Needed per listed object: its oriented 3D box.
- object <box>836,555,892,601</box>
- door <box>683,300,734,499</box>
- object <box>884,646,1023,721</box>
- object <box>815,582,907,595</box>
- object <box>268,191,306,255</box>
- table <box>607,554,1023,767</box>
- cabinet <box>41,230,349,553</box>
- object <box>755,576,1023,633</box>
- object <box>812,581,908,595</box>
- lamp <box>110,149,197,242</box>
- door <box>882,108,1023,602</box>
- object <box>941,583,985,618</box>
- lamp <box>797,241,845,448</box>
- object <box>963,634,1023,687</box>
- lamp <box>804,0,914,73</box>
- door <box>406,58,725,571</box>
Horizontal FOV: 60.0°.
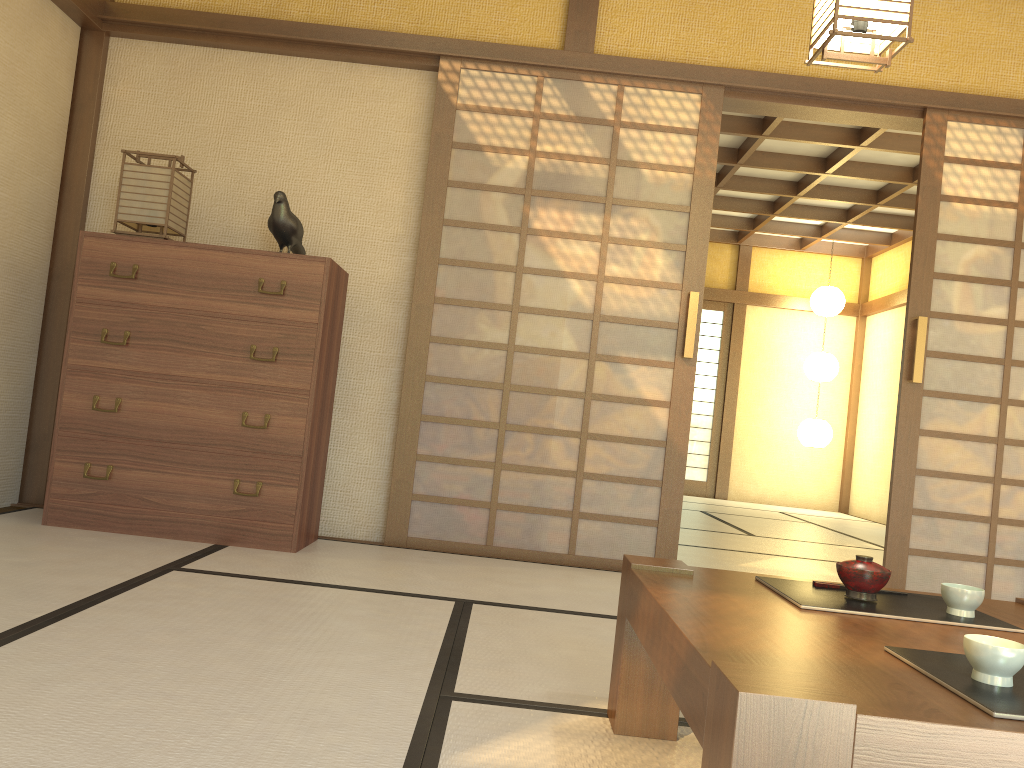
[{"bbox_3d":[0.677,0.373,1.713,0.100,0.080,0.100,6,-2,0],"label":"object"},{"bbox_3d":[0.965,0.034,10.079,2.890,2.230,0.140,6,-2,0],"label":"door"},{"bbox_3d":[0.746,0.404,1.156,0.400,0.007,0.300,6,-2,0],"label":"object"},{"bbox_3d":[0.721,0.422,1.827,0.200,0.008,0.008,7,-2,-6],"label":"object"},{"bbox_3d":[-1.039,-0.672,3.874,0.383,0.282,0.360,7,-2,-10],"label":"object"},{"bbox_3d":[0.724,0.584,1.454,1.000,0.350,1.000,6,-2,0],"label":"table"},{"bbox_3d":[-1.303,0.039,3.742,1.020,1.200,0.421,6,-2,0],"label":"cabinet"},{"bbox_3d":[0.712,0.424,1.723,0.400,0.007,0.300,6,-2,0],"label":"object"},{"bbox_3d":[0.723,0.423,1.840,0.200,0.008,0.008,6,-2,-2],"label":"object"},{"bbox_3d":[-1.525,-0.789,3.790,0.240,0.400,0.240,6,-2,0],"label":"lamp"},{"bbox_3d":[2.399,-0.082,4.071,1.230,2.265,0.076,6,-2,0],"label":"door"},{"bbox_3d":[0.842,0.406,1.662,0.074,0.052,0.073,4,-3,43],"label":"object"},{"bbox_3d":[3.356,-0.460,9.548,0.363,2.297,0.363,6,-2,12],"label":"lamp"},{"bbox_3d":[0.628,0.361,1.156,0.074,0.052,0.073,4,-3,43],"label":"object"},{"bbox_3d":[1.080,-1.510,2.650,0.240,1.129,0.240,6,-2,0],"label":"lamp"},{"bbox_3d":[0.247,-0.318,4.082,1.230,2.265,0.076,6,-2,0],"label":"door"}]
